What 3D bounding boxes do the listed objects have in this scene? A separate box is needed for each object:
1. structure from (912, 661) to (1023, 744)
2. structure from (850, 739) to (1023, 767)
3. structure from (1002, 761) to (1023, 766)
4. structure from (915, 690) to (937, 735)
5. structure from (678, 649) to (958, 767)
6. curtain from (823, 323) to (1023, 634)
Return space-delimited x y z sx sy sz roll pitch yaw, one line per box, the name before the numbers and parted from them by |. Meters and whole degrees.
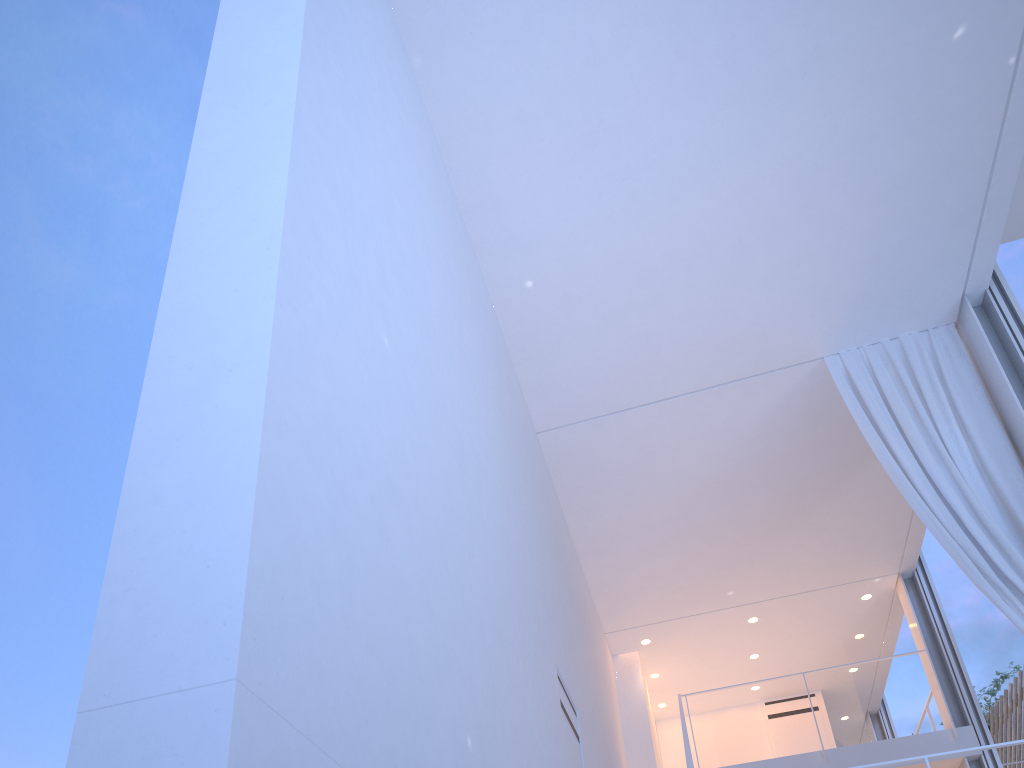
structure | 4.680 5.316 8.098 1.130 3.618 3.967 -10 -39 7
structure | 1.067 1.165 1.448 1.389 1.434 1.724 -13 -40 10
structure | 3.567 3.025 5.973 1.162 0.456 0.032 -15 -35 12
structure | 2.672 2.415 5.245 0.028 0.451 2.033 -11 -43 8
structure | 1.055 1.389 2.390 1.757 2.659 4.372 -12 -41 9
curtain | 1.608 0.614 2.815 0.522 1.936 0.116 -12 -34 9
